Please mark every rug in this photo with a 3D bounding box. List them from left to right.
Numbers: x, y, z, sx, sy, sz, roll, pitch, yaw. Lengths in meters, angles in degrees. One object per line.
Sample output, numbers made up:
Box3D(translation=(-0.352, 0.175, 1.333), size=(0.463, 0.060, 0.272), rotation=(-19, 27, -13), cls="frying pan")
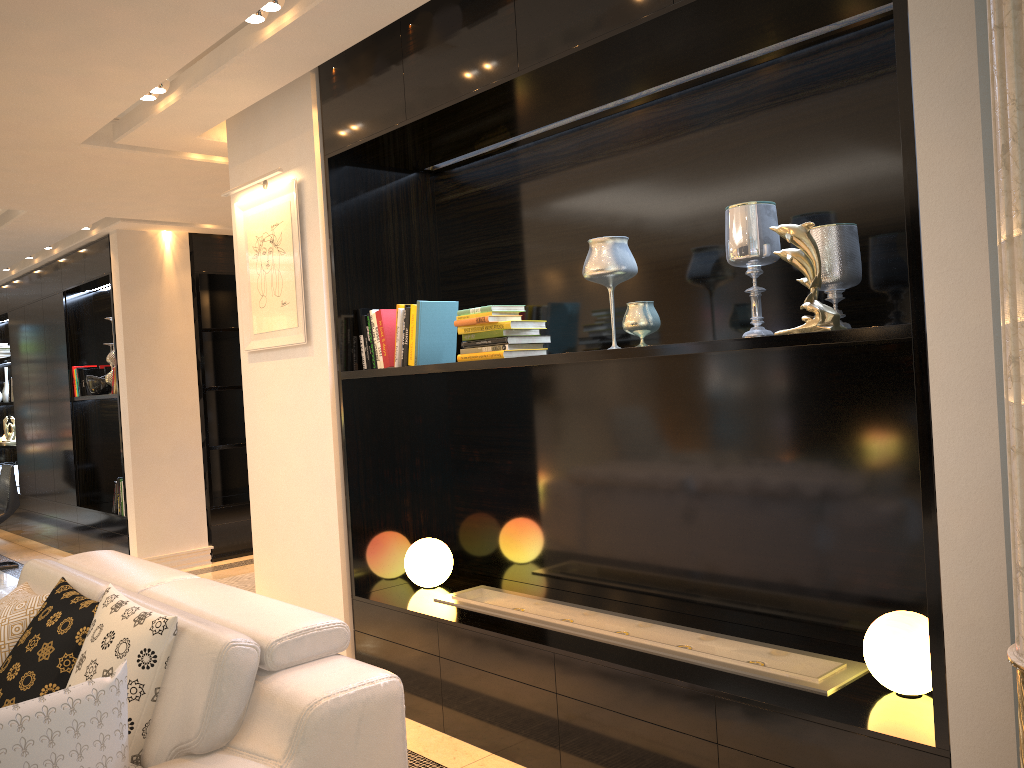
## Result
Box3D(translation=(0.012, 1.274, 7.326), size=(5.025, 0.015, 1.526), rotation=(-4, 1, -42), cls="rug")

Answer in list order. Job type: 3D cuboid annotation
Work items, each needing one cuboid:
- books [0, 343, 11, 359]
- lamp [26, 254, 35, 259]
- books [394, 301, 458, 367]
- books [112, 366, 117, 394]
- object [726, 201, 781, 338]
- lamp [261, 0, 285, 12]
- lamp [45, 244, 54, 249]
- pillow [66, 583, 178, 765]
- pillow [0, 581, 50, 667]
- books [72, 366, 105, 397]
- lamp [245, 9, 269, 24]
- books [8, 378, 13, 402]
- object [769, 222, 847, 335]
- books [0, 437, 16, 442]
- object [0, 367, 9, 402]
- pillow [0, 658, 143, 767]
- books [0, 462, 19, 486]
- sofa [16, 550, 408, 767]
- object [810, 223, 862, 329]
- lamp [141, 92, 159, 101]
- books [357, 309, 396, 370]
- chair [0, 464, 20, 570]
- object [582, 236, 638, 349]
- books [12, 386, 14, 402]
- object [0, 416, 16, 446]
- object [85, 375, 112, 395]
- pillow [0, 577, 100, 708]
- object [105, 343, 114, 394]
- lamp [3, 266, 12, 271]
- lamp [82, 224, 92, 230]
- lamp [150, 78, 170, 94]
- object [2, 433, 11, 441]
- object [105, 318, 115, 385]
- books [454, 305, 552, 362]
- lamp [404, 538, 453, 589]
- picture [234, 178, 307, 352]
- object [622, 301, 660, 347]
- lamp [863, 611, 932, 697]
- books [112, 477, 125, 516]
Box3D(translation=(-5.755, -0.354, 9.951), size=(0.259, 0.188, 0.302), rotation=(-4, 1, -36), cls="books")
Box3D(translation=(-4.351, -1.188, 7.971), size=(0.107, 0.127, 0.107), rotation=(-3, 1, 29), cls="lamp")
Box3D(translation=(-0.358, -0.202, 3.654), size=(0.212, 0.261, 0.210), rotation=(-4, 1, -42), cls="books")
Box3D(translation=(-3.051, -0.044, 7.025), size=(0.189, 0.238, 0.290), rotation=(-4, 1, -44), cls="books")
Box3D(translation=(0.741, -0.331, 2.711), size=(0.156, 0.426, 0.156), rotation=(-4, 1, -37), cls="object")
Box3D(translation=(-0.843, -1.362, 3.076), size=(0.107, 0.127, 0.107), rotation=(-3, 1, 29), cls="lamp")
Box3D(translation=(-3.949, -1.209, 7.530), size=(0.107, 0.127, 0.107), rotation=(-3, 1, 29), cls="lamp")
Box3D(translation=(-1.109, 0.792, 2.390), size=(0.255, 0.399, 0.526), rotation=(-4, 1, -42), cls="pillow")
Box3D(translation=(-1.761, 0.875, 3.031), size=(0.351, 0.329, 0.521), rotation=(-4, 1, -42), cls="pillow")
Box3D(translation=(-3.672, -0.027, 7.706), size=(0.210, 0.270, 0.236), rotation=(-4, 1, -43), cls="books")
Box3D(translation=(-0.925, -1.358, 3.166), size=(0.107, 0.127, 0.107), rotation=(-4, 1, -31), cls="lamp")
Box3D(translation=(-5.263, 0.060, 9.471), size=(0.207, 0.256, 0.245), rotation=(-4, 1, -43), cls="books")
Box3D(translation=(0.760, -0.276, 2.318), size=(0.182, 0.293, 0.116), rotation=(-3, 1, 45), cls="object")
Box3D(translation=(-5.683, 0.634, 9.958), size=(0.209, 0.073, 0.266), rotation=(-4, 1, -39), cls="books")
Box3D(translation=(-5.740, 0.016, 9.932), size=(0.210, 0.395, 0.180), rotation=(-4, 1, -39), cls="object")
Box3D(translation=(-1.100, 0.822, 2.005), size=(0.521, 0.325, 0.281), rotation=(-4, 1, -33), cls="pillow")
Box3D(translation=(-5.707, 1.029, 10.009), size=(0.210, 0.270, 0.236), rotation=(-4, 1, -43), cls="books")
Box3D(translation=(-1.428, 1.030, 2.625), size=(1.145, 0.754, 2.328), rotation=(-4, 1, -42), cls="sofa")
Box3D(translation=(0.914, -0.285, 2.516), size=(0.147, 0.317, 0.147), rotation=(-4, 1, -40), cls="object")
Box3D(translation=(-1.619, -1.321, 3.927), size=(0.107, 0.127, 0.107), rotation=(-4, 1, -31), cls="lamp")
Box3D(translation=(-0.518, -0.198, 3.822), size=(0.208, 0.270, 0.240), rotation=(-4, 1, -42), cls="books")
Box3D(translation=(-4.400, 1.120, 7.343), size=(0.496, 0.858, 0.523), rotation=(-4, 1, -42), cls="chair")
Box3D(translation=(0.337, -0.300, 3.005), size=(0.181, 0.381, 0.181), rotation=(-3, 1, 42), cls="object")
Box3D(translation=(-5.122, 0.050, 9.317), size=(0.212, 0.261, 0.252), rotation=(-4, 1, -42), cls="books")
Box3D(translation=(-5.462, 0.508, 9.651), size=(0.177, 0.311, 0.177), rotation=(-4, 1, -42), cls="object")
Box3D(translation=(-3.472, 0.012, 7.465), size=(0.193, 0.177, 0.375), rotation=(-4, 1, -41), cls="object")
Box3D(translation=(-1.448, 0.824, 2.699), size=(0.323, 0.355, 0.524), rotation=(-4, 1, -42), cls="pillow")
Box3D(translation=(-3.282, -0.124, 7.285), size=(0.121, 0.416, 0.121), rotation=(-3, 1, 43), cls="object")
Box3D(translation=(-4.899, -1.160, 8.571), size=(0.107, 0.127, 0.107), rotation=(-3, 1, 29), cls="lamp")
Box3D(translation=(-3.273, -1.244, 6.788), size=(0.107, 0.127, 0.107), rotation=(-3, 1, 29), cls="lamp")
Box3D(translation=(-1.541, -1.326, 3.842), size=(0.107, 0.127, 0.107), rotation=(-4, 1, -31), cls="lamp")
Box3D(translation=(-5.555, 0.602, 9.788), size=(0.125, 0.125, 0.125), rotation=(-4, 0, -3), cls="object")
Box3D(translation=(-3.205, -0.225, 7.154), size=(0.121, 0.612, 0.121), rotation=(-3, 1, 43), cls="object")
Box3D(translation=(-0.040, -0.190, 3.342), size=(0.260, 0.197, 0.296), rotation=(-4, 1, -40), cls="books")
Box3D(translation=(-0.363, 0.780, 3.873), size=(0.212, 0.214, 0.213), rotation=(-4, 0, -3), cls="lamp")
Box3D(translation=(-1.122, -0.530, 4.120), size=(0.027, 0.729, 0.610), rotation=(-4, 1, -42), cls="picture")
Box3D(translation=(0.424, -0.190, 2.902), size=(0.119, 0.154, 0.119), rotation=(-4, 1, -33), cls="object")
Box3D(translation=(1.039, 0.707, 2.335), size=(0.213, 0.214, 0.212), rotation=(-3, 0, 8), cls="lamp")
Box3D(translation=(-3.025, 0.877, 7.046), size=(0.222, 0.296, 0.345), rotation=(-4, 1, -42), cls="books")
